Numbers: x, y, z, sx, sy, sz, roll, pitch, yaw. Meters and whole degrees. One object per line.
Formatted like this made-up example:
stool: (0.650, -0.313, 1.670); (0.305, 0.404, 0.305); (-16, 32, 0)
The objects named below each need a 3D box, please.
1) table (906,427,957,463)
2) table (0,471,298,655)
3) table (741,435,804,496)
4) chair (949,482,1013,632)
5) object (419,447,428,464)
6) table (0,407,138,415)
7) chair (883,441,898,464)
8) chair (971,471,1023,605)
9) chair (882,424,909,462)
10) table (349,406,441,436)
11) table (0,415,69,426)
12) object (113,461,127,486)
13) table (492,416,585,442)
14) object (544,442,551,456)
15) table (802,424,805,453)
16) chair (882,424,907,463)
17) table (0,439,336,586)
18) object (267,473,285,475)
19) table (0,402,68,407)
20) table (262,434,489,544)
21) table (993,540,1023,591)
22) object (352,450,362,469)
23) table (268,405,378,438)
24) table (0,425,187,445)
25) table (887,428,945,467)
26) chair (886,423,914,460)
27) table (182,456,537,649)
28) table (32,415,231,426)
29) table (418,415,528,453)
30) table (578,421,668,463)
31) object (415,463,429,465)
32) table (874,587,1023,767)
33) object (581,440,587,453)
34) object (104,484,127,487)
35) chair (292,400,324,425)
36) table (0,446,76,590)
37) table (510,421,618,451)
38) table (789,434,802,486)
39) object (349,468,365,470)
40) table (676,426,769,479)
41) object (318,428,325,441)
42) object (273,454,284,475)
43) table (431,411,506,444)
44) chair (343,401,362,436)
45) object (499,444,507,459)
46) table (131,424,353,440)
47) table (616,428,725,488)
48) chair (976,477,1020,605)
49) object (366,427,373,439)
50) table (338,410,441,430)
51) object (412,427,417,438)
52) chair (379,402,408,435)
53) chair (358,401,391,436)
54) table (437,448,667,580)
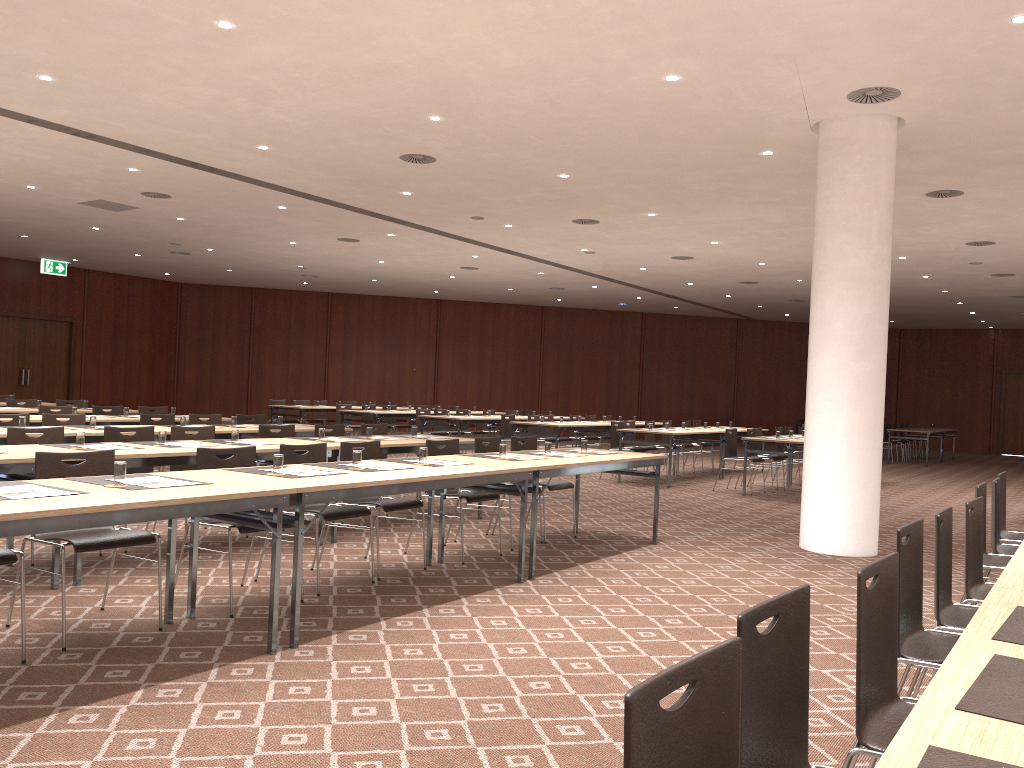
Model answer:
table: (11.223, 1.614, 23.752); (0.953, 0.833, 2.267); (2, 0, 34)
table: (-2.122, 0.888, 3.786); (0.953, 0.833, 2.267); (2, 0, 34)
table: (4.288, 1.237, 13.376); (0.953, 0.833, 2.267); (2, 0, 34)
chair: (2.905, 1.069, 5.171); (0.613, 0.939, 0.536); (3, 0, 33)
object: (-0.611, 0.493, 6.104); (0.054, 0.114, 0.054); (3, 0, 0)
table: (-6.242, 0.756, 12.007); (0.953, 0.833, 2.267); (2, 0, 34)
chair: (9.075, 1.451, 21.690); (0.613, 0.939, 0.536); (3, 0, 36)
chair: (3.616, 1.108, 6.234); (0.613, 0.939, 0.536); (3, 0, 34)
chair: (9.806, 1.490, 22.704); (0.613, 0.939, 0.536); (3, 0, 36)
table: (-2.754, 0.968, 20.822); (0.953, 0.833, 2.267); (2, 0, 34)
table: (-5.843, 0.754, 9.009); (0.953, 0.833, 2.267); (2, 0, 34)
object: (-1.864, 0.425, 4.215); (0.054, 0.114, 0.054); (3, 0, -22)
table: (0.567, 1.103, 18.598); (0.953, 0.833, 2.267); (2, 0, 34)
object: (0.302, 0.543, 7.445); (0.054, 0.114, 0.054); (3, 0, 0)
table: (8.302, 1.478, 22.977); (0.953, 0.833, 2.267); (2, 0, 34)
chair: (9.493, 1.472, 22.107); (0.613, 0.939, 0.536); (3, 0, 34)
table: (-2.522, 0.889, 6.785); (0.953, 0.833, 2.267); (2, 0, 34)
object: (-1.336, 0.511, 5.016); (0.102, 0.001, 0.102); (3, 0, 0)
table: (-7.903, 0.688, 13.119); (0.953, 0.833, 2.267); (2, 0, 34)
table: (-1.260, 0.958, 8.671); (0.953, 0.833, 2.267); (2, 0, 34)
table: (2.496, 1.093, 3.425); (0.953, 0.833, 2.267); (2, 0, 34)
object: (-0.971, 0.474, 5.557); (0.054, 0.114, 0.054); (3, 0, 0)
table: (-4.015, 0.899, 18.935); (0.953, 0.833, 2.267); (2, 0, 34)
table: (-4.182, 0.822, 7.897); (0.953, 0.833, 2.267); (2, 0, 34)
table: (9.962, 1.545, 21.865); (0.953, 0.833, 2.267); (2, 0, 34)
chair: (10.368, 1.521, 23.625); (0.613, 0.939, 0.536); (3, 0, 33)
table: (-0.861, 0.957, 5.673); (0.953, 0.833, 2.267); (2, 0, 34)
table: (-4.582, 0.823, 10.895); (0.953, 0.833, 2.267); (2, 0, 34)
table: (-0.694, 1.034, 16.711); (0.953, 0.833, 2.267); (2, 0, 34)
table: (2.228, 1.170, 17.486); (0.953, 0.833, 2.267); (2, 0, 34)
object: (-0.623, 0.550, 6.090); (0.102, 0.001, 0.102); (3, 0, 0)
table: (1.235, 1.025, 1.538); (0.953, 0.833, 2.267); (2, 0, 34)
object: (0.651, 0.562, 7.994); (0.054, 0.114, 0.054); (3, 0, 0)
object: (-1.876, 0.482, 4.199); (0.102, 0.001, 0.102); (3, 0, 0)
chair: (-4.453, 0.829, 19.275); (0.613, 0.939, 0.536); (3, 0, 32)
table: (-3.783, 0.821, 4.898); (0.953, 0.833, 2.267); (2, 0, 34)
table: (0.966, 1.102, 15.599); (0.953, 0.833, 2.267); (2, 0, 34)
table: (5.549, 1.305, 15.262); (0.953, 0.833, 2.267); (2, 0, 34)
object: (-0.974, 0.531, 5.565); (0.102, 0.001, 0.102); (3, 0, 0)
table: (3.888, 1.238, 16.374); (0.953, 0.833, 2.267); (2, 0, 34)
object: (-1.720, 0.456, 8.021); (0.054, 0.114, 0.054); (3, 0, -22)
object: (-1.324, 0.454, 5.023); (0.054, 0.114, 0.054); (3, 0, 0)
table: (-1.093, 1.035, 19.710); (0.953, 0.833, 2.267); (2, 0, 34)
chair: (-3.674, 0.872, 20.626); (0.613, 0.939, 0.536); (3, 0, 36)
object: (-0.071, 0.523, 6.903); (0.054, 0.114, 0.054); (3, 0, 0)
table: (-2.921, 0.890, 9.783); (0.953, 0.833, 2.267); (2, 0, 34)
table: (2.627, 1.169, 14.488); (0.953, 0.833, 2.267); (2, 0, 34)
chair: (3.235, 1.087, 5.603); (0.613, 0.939, 0.536); (3, 0, 31)
object: (-1.375, 0.475, 8.554); (0.054, 0.114, 0.054); (3, 0, -22)
table: (-2.355, 0.967, 17.823); (0.953, 0.833, 2.267); (2, 0, 34)
object: (-1.000, 0.495, 9.093); (0.054, 0.114, 0.054); (3, 0, 0)
chair: (-2.933, 0.912, 21.735); (0.613, 0.939, 0.536); (3, 0, 32)
chair: (-3.268, 0.894, 21.126); (0.613, 0.939, 0.536); (3, 0, 32)
table: (0.400, 1.025, 7.560); (0.953, 0.833, 2.267); (2, 0, 34)
